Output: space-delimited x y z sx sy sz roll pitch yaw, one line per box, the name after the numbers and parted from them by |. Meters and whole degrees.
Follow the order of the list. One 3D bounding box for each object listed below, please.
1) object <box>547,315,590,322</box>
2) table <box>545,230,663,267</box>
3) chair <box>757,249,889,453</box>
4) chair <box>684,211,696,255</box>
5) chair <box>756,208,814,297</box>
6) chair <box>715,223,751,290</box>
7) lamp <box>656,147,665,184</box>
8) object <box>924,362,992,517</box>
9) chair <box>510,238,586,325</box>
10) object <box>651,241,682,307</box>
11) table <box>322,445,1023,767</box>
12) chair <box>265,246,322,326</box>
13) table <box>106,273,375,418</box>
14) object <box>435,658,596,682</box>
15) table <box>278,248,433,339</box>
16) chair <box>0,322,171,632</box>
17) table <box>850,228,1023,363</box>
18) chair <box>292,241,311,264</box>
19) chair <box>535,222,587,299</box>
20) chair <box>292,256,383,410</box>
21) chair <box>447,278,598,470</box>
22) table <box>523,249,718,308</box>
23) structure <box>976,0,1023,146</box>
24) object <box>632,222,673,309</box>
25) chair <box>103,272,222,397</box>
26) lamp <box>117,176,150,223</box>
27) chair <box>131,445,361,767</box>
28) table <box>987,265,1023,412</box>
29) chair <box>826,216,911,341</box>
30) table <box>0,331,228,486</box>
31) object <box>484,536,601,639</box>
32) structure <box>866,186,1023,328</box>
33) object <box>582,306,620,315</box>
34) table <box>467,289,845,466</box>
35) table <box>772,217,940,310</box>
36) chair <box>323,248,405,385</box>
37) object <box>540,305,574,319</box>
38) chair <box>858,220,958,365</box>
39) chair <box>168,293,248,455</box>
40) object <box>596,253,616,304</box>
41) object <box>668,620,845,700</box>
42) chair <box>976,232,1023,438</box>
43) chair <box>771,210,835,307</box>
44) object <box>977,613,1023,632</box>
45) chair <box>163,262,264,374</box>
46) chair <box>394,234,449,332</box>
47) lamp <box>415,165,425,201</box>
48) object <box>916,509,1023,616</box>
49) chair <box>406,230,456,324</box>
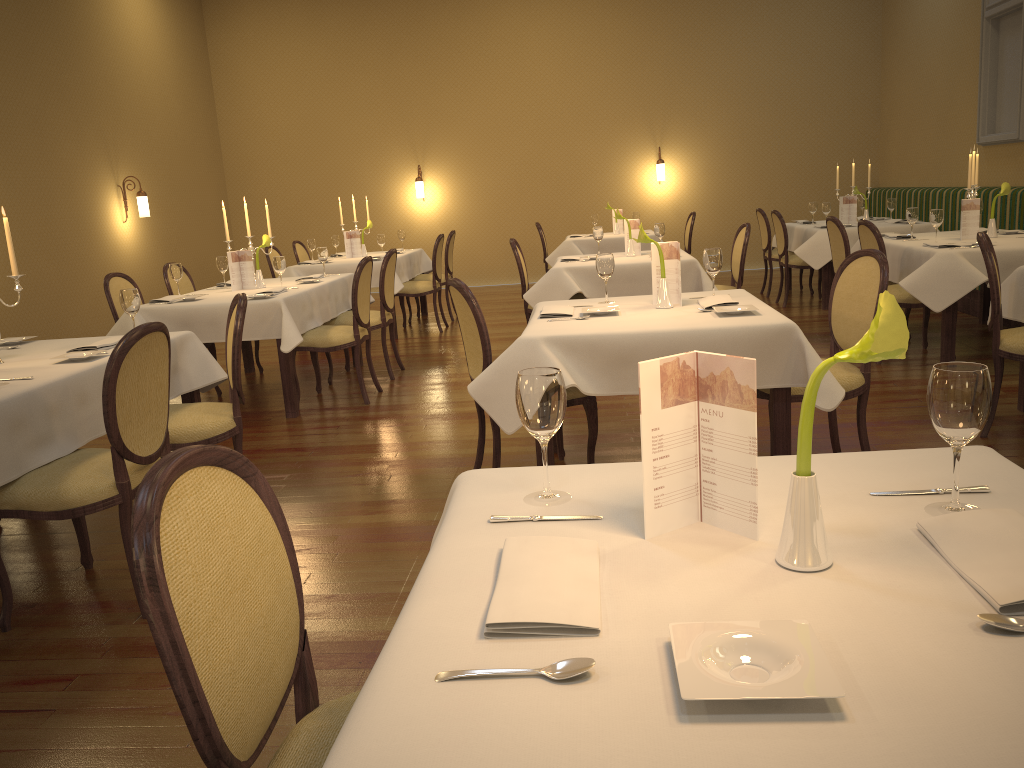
0.234 -0.272 3.685 0.181 0.015 0.038 -3 12 7 | object
1.124 -1.335 10.204 1.389 0.759 1.395 -3 12 7 | table
1.276 -0.076 3.793 0.571 0.955 0.530 -5 12 -4 | chair
1.816 -1.462 10.111 0.571 0.955 0.530 -3 12 6 | chair
2.973 -1.457 9.700 0.571 0.955 0.530 -3 12 6 | chair
1.528 -0.727 6.762 0.571 0.955 0.530 -3 12 6 | chair
2.043 -3.042 12.359 0.114 0.513 0.323 -5 12 -5 | lamp
0.675 0.085 1.345 0.088 0.229 0.088 -13 15 -35 | object
0.298 -0.675 6.931 0.571 0.955 0.530 -3 12 6 | chair
0.705 -0.485 3.904 0.081 0.277 0.166 -13 15 -37 | object
0.356 0.627 1.269 1.389 0.759 1.395 -3 12 7 | table
-2.158 -0.951 9.046 0.571 0.955 0.530 -3 12 6 | chair
-1.856 -0.307 6.385 1.385 0.759 2.152 -3 12 6 | table
0.003 0.319 0.991 0.181 0.015 0.038 -3 12 7 | object
-1.604 -0.952 9.324 1.385 0.759 2.152 -3 12 6 | table
-1.430 0.281 3.027 0.571 0.955 0.530 -3 12 6 | chair
3.211 -0.649 6.292 1.385 0.759 2.152 -3 12 6 | table
-2.088 -1.131 9.866 0.571 0.955 0.530 -3 12 6 | chair
0.586 -1.411 10.280 0.571 0.955 0.530 -3 12 6 | chair
-1.180 -0.358 5.938 0.571 0.955 0.530 -3 12 6 | chair
0.039 -0.019 3.942 0.571 0.955 0.530 -7 12 -14 | chair
0.836 -0.600 6.855 1.389 0.759 1.395 -3 12 7 | table
4.664 -3.834 8.244 0.200 3.103 0.956 -3 12 6 | structure
0.607 -0.507 3.796 0.163 0.375 0.076 -8 13 -17 | object
-2.411 -0.306 6.107 0.571 0.955 0.530 -3 12 6 | chair
-4.302 -2.098 10.057 0.323 0.513 0.114 -5 12 -5 | lamp
-0.182 0.551 1.345 0.571 0.955 0.530 -3 12 6 | chair
2.984 -0.071 3.660 1.385 0.759 2.152 -3 12 6 | table
2.727 -0.828 6.835 0.571 0.955 0.530 -3 12 6 | chair
-2.106 0.332 3.474 1.385 0.759 2.152 -3 12 6 | table
0.047 0.268 1.202 0.142 0.024 0.273 -3 12 6 | object
4.137 -0.673 5.470 0.850 1.031 14.516 -3 12 6 | structure
0.378 -0.307 3.781 0.160 0.024 0.160 -3 12 6 | object
0.582 0.050 3.895 1.389 0.759 1.395 -3 12 7 | table
3.457 -1.278 9.156 1.385 0.759 2.152 -3 12 6 | table
-1.116 -0.523 6.690 0.571 0.955 0.530 -3 12 6 | chair
0.199 -0.319 3.902 0.142 0.024 0.273 -3 12 6 | object
2.655 -0.649 6.021 0.571 0.955 0.530 -3 12 6 | chair
-1.358 0.120 3.758 0.571 0.955 0.530 -8 13 -19 | chair
0.437 -0.492 4.132 0.088 0.229 0.088 -15 16 -41 | object
0.256 0.304 0.956 0.160 0.024 0.160 -3 12 6 | object
2.491 -0.244 4.176 0.571 0.955 0.530 3 14 30 | chair
2.901 -1.278 8.886 0.571 0.955 0.530 -3 12 6 | chair
0.625 0.271 1.008 0.181 0.015 0.038 -3 12 7 | object
-2.340 -0.486 6.927 0.571 0.955 0.530 -3 12 6 | chair
-0.928 -1.003 8.876 0.571 0.955 0.530 -3 12 6 | chair
-1.326 -2.872 12.686 0.114 0.513 0.323 -5 12 -5 | lamp
0.654 0.228 1.167 0.142 0.033 0.273 -3 12 6 | object
-0.863 -1.168 9.629 0.571 0.955 0.530 -3 12 6 | chair
